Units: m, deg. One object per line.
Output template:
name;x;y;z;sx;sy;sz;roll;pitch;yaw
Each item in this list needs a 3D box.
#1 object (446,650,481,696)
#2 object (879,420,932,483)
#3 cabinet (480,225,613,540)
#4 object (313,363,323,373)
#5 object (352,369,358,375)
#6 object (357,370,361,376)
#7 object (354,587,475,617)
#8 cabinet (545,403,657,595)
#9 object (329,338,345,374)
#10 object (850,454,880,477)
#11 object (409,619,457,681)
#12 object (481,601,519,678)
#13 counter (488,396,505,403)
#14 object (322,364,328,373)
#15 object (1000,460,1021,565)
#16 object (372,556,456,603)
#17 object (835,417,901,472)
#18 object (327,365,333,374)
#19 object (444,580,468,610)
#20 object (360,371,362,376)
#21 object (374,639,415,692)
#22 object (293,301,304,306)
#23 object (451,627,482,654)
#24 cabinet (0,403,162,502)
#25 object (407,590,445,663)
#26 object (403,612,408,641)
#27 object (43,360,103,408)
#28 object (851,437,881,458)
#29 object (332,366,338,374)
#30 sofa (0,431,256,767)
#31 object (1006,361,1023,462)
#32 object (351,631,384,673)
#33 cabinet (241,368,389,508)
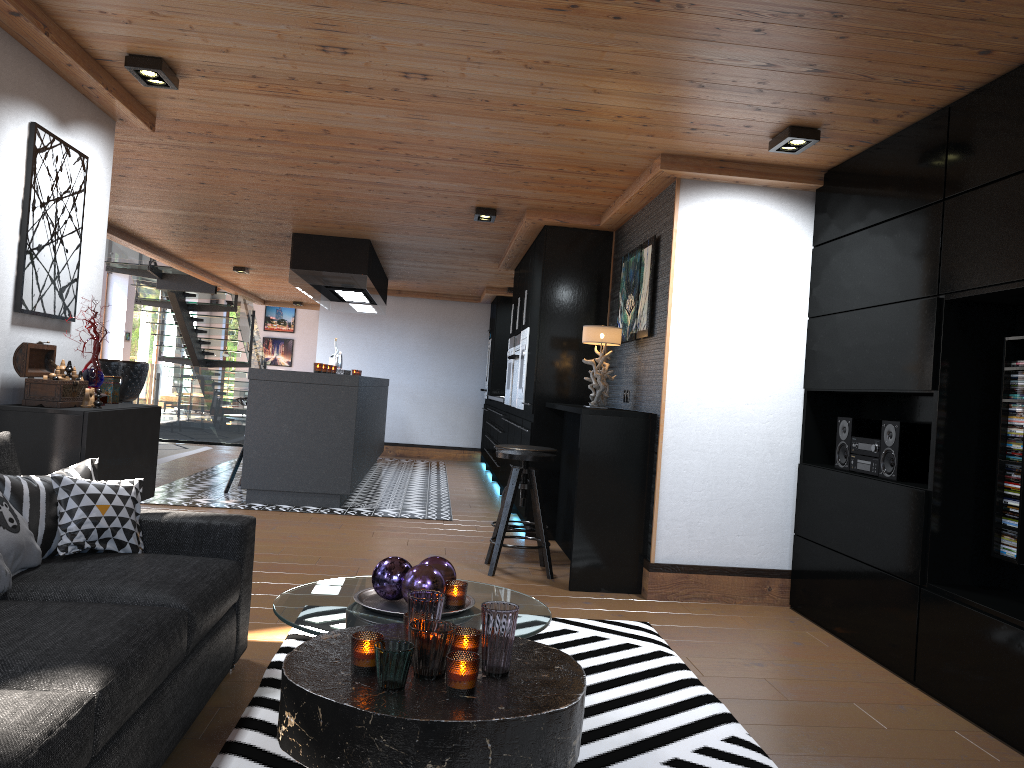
object;-0.114;0.663;2.031;0.079;0.081;0.079;4;-1;9
object;1.837;0.310;4.039;0.266;0.266;0.156;4;-1;-6
cabinet;0.135;-0.039;9.724;0.544;2.381;6.414;4;0;-5
object;-1.625;-0.135;7.421;0.078;0.081;0.080;3;-1;39
object;-1.914;-0.134;10.780;0.080;0.081;0.078;5;-1;-41
object;-1.947;-0.134;11.161;0.080;0.081;0.078;5;-1;-41
object;-0.318;0.711;2.899;0.393;0.022;0.396;4;0;13
cabinet;0.494;0.654;5.716;0.430;1.010;1.621;4;-1;-5
object;-2.158;-0.337;10.879;0.226;0.452;0.224;4;-1;-6
object;1.814;0.399;4.263;0.259;0.088;0.284;4;0;-6
object;-0.194;0.638;2.121;0.114;0.122;0.112;5;-1;-29
object;-0.035;0.627;2.172;0.095;0.167;0.093;5;-1;-34
counter;0.065;0.189;10.362;0.532;0.040;2.561;4;0;-5
object;-1.656;-0.135;7.785;0.078;0.081;0.080;3;-1;39
object;1.949;0.483;3.342;0.125;0.379;0.125;4;-1;-6
object;-0.302;0.646;2.889;0.286;0.143;0.262;4;-1;-22
object;1.798;0.310;4.493;0.266;0.266;0.156;4;-1;-6
object;-1.688;-0.135;8.150;0.078;0.081;0.080;3;-1;39
object;-0.185;0.688;2.886;0.079;0.081;0.079;4;-1;9
object;-1.963;-0.134;11.350;0.080;0.081;0.078;5;-1;-41
object;-0.271;0.644;2.018;0.092;0.099;0.093;4;-1;31
object;-3.866;-1.458;16.041;0.155;0.068;0.260;4;0;-5
object;-0.118;0.664;2.235;0.079;0.081;0.079;4;-1;9
cabinet;-1.922;0.330;3.979;0.359;0.468;0.952;4;-1;-5
object;-0.223;0.614;2.235;0.095;0.167;0.093;5;-1;-34
object;-0.252;0.655;2.361;0.079;0.081;0.079;4;-1;9
object;-1.856;-0.001;3.769;0.202;0.197;0.355;4;-1;6
object;1.814;0.312;4.265;0.271;0.088;0.284;4;0;-6
object;-1.719;-0.135;8.514;0.078;0.081;0.080;3;-1;39
sofa;-0.827;0.627;1.822;2.093;0.818;3.081;4;0;-5
object;1.976;0.105;3.350;0.125;0.379;0.125;4;-1;-6
object;-0.350;0.646;2.137;0.079;0.081;0.079;4;-1;9
cabinet;-1.943;0.451;9.617;0.891;1.104;4.789;4;0;-5
